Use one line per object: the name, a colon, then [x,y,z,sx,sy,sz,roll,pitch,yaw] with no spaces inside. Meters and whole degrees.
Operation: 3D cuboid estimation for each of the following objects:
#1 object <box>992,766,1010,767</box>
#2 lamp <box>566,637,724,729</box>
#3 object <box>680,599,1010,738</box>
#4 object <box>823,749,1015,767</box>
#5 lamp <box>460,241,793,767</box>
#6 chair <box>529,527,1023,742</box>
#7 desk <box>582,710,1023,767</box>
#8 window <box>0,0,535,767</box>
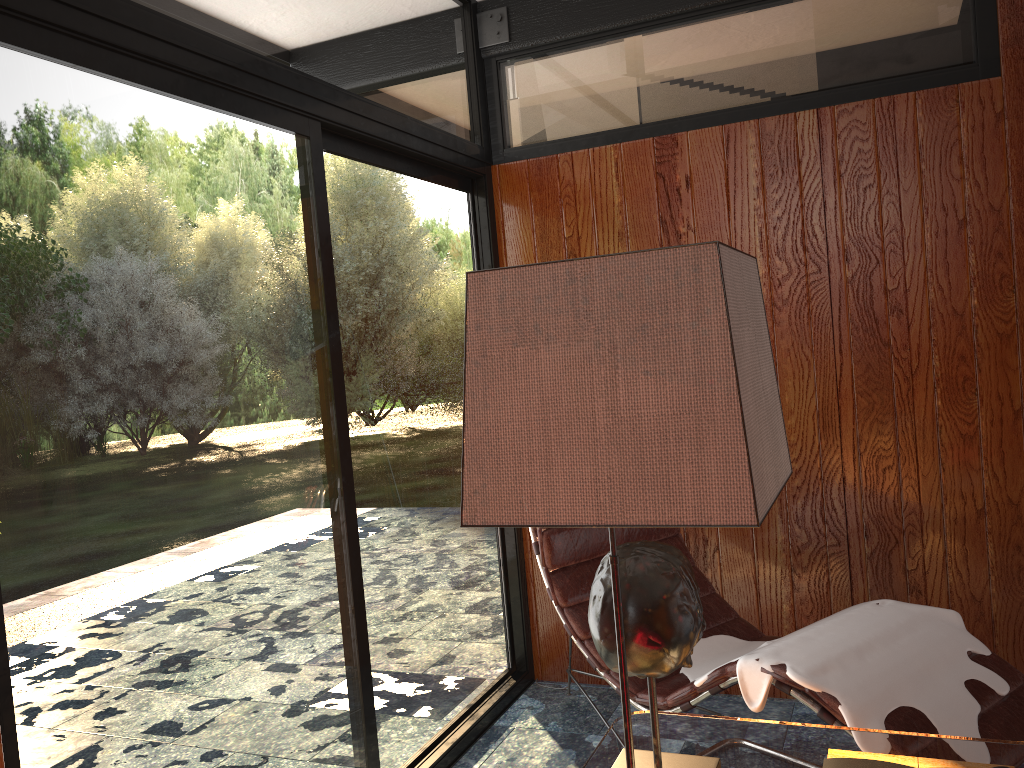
object: [0.500,0.445,0.852,0.121,0.114,0.118,-4,2,17]
lamp: [0.286,0.384,2.886,0.595,1.514,0.410,-3,3,32]
object: [0.790,0.821,2.176,0.713,0.489,0.897,-5,2,-9]
object: [0.537,0.531,1.168,0.238,0.049,0.135,-4,3,23]
lamp: [0.158,0.225,1.047,0.316,0.732,0.316,-4,3,23]
chair: [0.675,0.691,2.257,0.593,0.886,1.298,-7,3,-39]
desk: [0.868,0.865,0.668,1.900,0.632,1.150,-4,3,23]
window: [-0.477,-0.065,2.393,0.085,2.580,2.260,-4,3,23]
